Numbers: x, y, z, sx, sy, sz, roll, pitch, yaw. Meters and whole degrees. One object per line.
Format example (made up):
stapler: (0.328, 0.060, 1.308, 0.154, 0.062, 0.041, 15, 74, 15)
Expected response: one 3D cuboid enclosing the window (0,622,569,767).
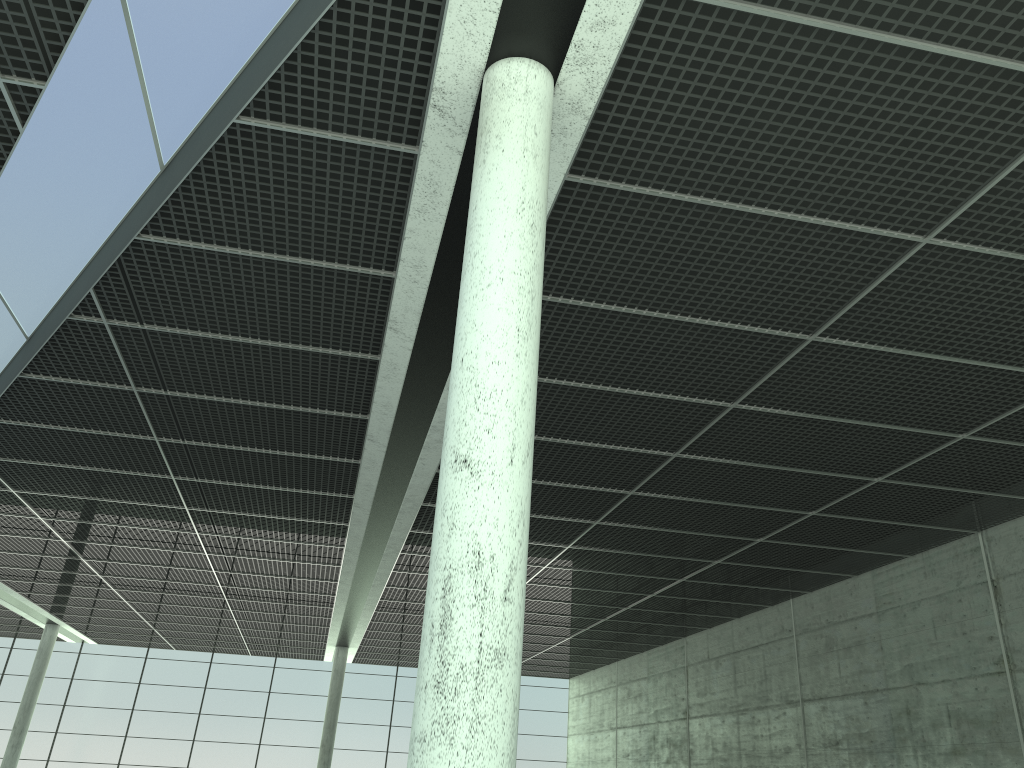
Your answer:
window: (-32.550, 12.795, 41.161, 100.342, 16.084, 99.983, 8, -27, -10)
